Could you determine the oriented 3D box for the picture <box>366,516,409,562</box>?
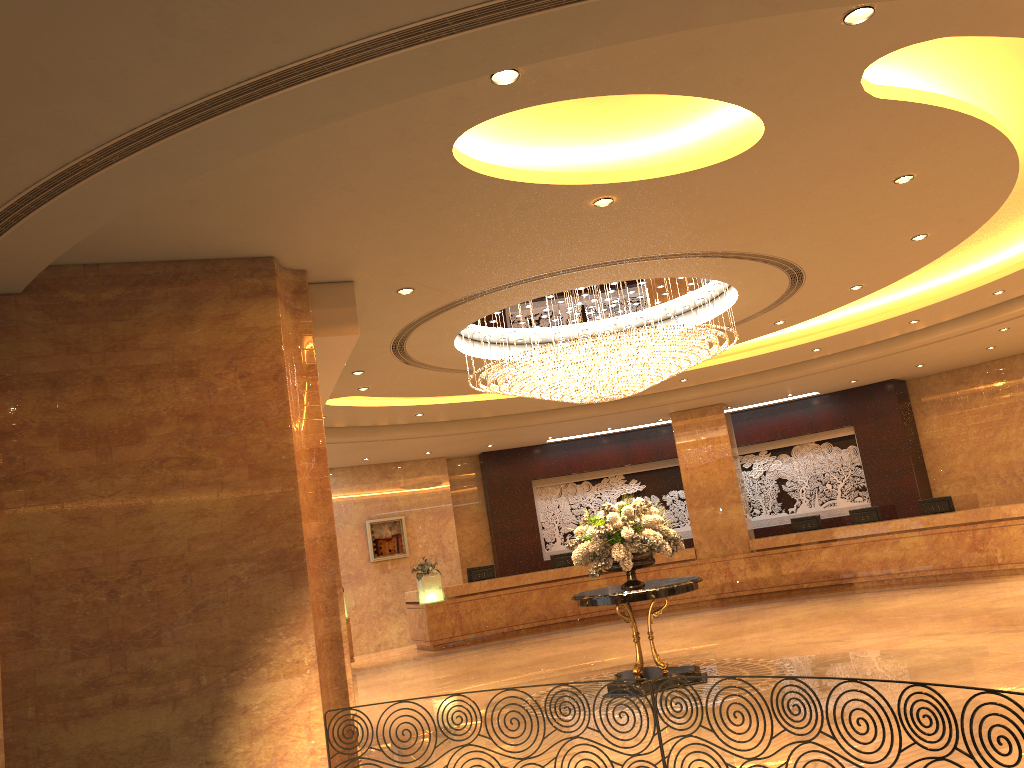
[{"bbox_3d":[-2.718,3.382,19.383,0.875,0.890,0.068,-3,-12,-27],"label":"picture"}]

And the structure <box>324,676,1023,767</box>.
[{"bbox_3d":[0.565,1.820,2.435,3.815,0.995,7.624,-9,-10,0],"label":"structure"}]

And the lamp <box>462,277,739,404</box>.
[{"bbox_3d":[1.048,-0.384,10.560,3.206,1.196,3.204,-12,-11,18],"label":"lamp"}]

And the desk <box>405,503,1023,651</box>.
[{"bbox_3d":[4.206,3.728,17.325,12.951,1.155,3.466,-12,-11,15],"label":"desk"}]

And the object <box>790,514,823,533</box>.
[{"bbox_3d":[5.975,2.927,17.922,0.430,0.500,0.531,-5,-11,-22],"label":"object"}]

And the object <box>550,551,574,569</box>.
[{"bbox_3d":[1.133,3.830,18.784,0.531,0.500,0.430,-15,-12,31],"label":"object"}]

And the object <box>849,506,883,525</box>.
[{"bbox_3d":[6.942,2.672,17.342,0.430,0.500,0.531,-6,-11,-16],"label":"object"}]

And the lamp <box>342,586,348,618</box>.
[{"bbox_3d":[-3.408,3.942,16.539,0.570,0.923,0.580,-5,-11,-22],"label":"lamp"}]

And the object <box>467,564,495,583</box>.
[{"bbox_3d":[-0.629,4.031,18.409,0.531,0.500,0.430,-12,-11,18],"label":"object"}]

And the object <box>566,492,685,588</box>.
[{"bbox_3d":[1.304,1.813,10.161,1.277,0.999,1.318,-11,-11,12],"label":"object"}]

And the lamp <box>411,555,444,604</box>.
[{"bbox_3d":[-1.679,3.880,17.635,0.577,0.925,0.542,-6,-11,-16],"label":"lamp"}]

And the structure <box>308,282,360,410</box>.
[{"bbox_3d":[-2.140,-0.191,9.482,0.425,0.483,4.113,-5,-11,-19],"label":"structure"}]

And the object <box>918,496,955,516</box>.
[{"bbox_3d":[7.941,2.371,16.537,0.430,0.500,0.531,-7,-11,-11],"label":"object"}]

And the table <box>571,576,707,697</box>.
[{"bbox_3d":[1.487,2.819,9.952,1.493,1.089,1.493,-4,-11,-25],"label":"table"}]

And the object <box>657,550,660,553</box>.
[{"bbox_3d":[3.031,3.541,18.798,0.531,0.500,0.430,-18,-14,42],"label":"object"}]

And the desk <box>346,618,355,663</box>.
[{"bbox_3d":[-4.943,4.697,14.961,1.570,1.155,5.227,-16,-13,35],"label":"desk"}]
